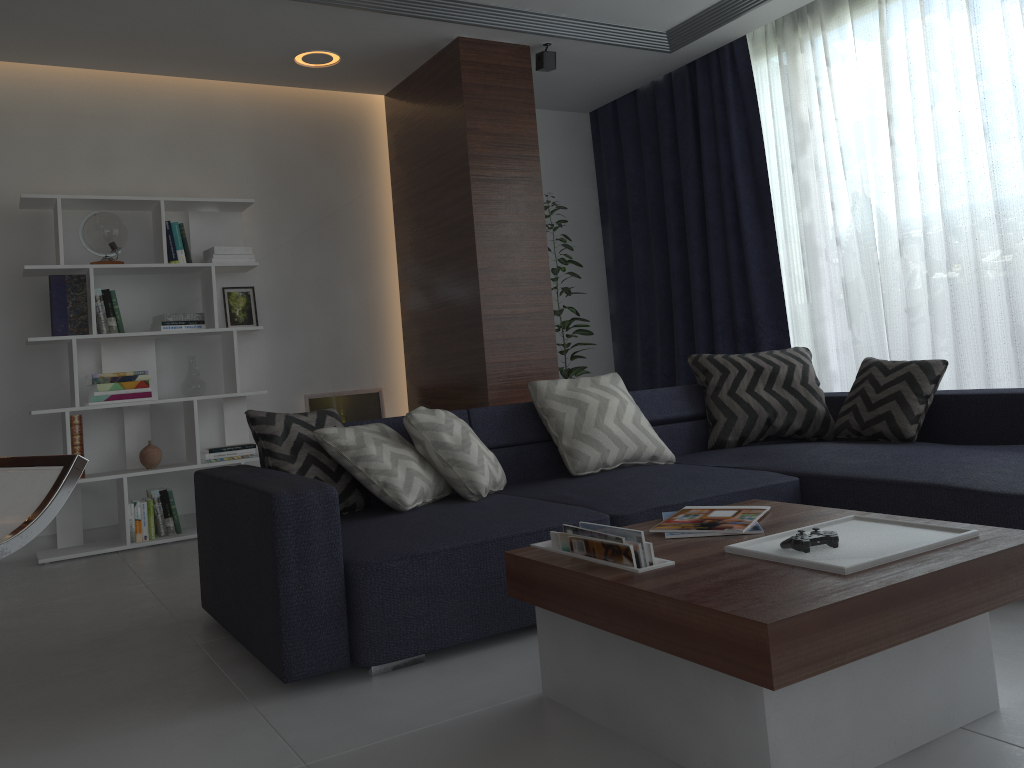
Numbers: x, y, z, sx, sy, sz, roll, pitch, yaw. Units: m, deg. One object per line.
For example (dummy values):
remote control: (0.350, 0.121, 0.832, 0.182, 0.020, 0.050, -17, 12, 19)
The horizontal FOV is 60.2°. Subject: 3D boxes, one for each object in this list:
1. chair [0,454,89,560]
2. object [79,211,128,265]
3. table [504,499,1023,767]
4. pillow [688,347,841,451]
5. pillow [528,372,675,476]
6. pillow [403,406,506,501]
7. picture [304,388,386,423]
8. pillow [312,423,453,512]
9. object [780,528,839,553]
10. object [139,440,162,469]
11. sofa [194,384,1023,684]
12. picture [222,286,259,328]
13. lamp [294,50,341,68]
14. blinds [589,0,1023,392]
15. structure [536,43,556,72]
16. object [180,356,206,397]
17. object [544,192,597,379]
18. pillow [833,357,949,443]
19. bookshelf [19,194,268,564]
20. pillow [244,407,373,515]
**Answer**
chair: (-0.681, 0.451, 0.796, 0.394, 0.712, 0.464, -7, -3, 32)
object: (-2.141, -0.723, 4.645, 0.235, 0.385, 0.219, -4, -3, -11)
table: (0.540, 0.504, 1.876, 0.802, 0.354, 0.801, -5, 0, -31)
pillow: (1.155, 0.098, 4.075, 0.598, 0.521, 0.354, -5, -2, 0)
pillow: (0.355, 0.157, 3.601, 0.496, 0.390, 0.340, -4, -2, -31)
pillow: (-0.196, 0.243, 3.197, 0.280, 0.353, 0.417, -5, -1, 13)
picture: (-0.984, 0.391, 5.377, 0.501, 0.702, 0.083, -4, -4, -31)
pillow: (-0.425, 0.274, 3.028, 0.329, 0.296, 0.416, -5, -1, 22)
object: (0.605, 0.313, 1.786, 0.112, 0.036, 0.070, -5, 0, -18)
object: (-1.914, 0.374, 4.679, 0.111, 0.148, 0.122, -4, -2, -33)
sofa: (0.620, 0.347, 2.972, 2.880, 0.611, 1.889, -5, 1, -31)
picture: (-1.578, -0.440, 5.136, 0.182, 0.257, 0.058, -4, -4, -31)
lamp: (-2.450, -1.564, 0.578, 9.609, 0.085, 5.317, -6, 2, -44)
blinds: (0.144, -0.683, 2.166, 5.812, 2.784, 7.099, -5, 0, -27)
structure: (0.191, -1.845, 5.012, 0.085, 0.143, 0.113, -4, -2, -26)
object: (-1.738, -0.040, 4.804, 0.132, 0.221, 0.131, -4, -3, -25)
object: (0.315, -0.300, 5.552, 0.501, 1.855, 0.482, -7, -4, 28)
pillow: (1.567, 0.060, 3.686, 0.287, 0.346, 0.413, -4, -1, -26)
bookshelf: (-1.938, -0.077, 4.735, 1.153, 1.829, 0.298, -3, -4, -31)
pillow: (-0.671, 0.260, 3.000, 0.220, 0.387, 0.415, -6, -2, 30)
